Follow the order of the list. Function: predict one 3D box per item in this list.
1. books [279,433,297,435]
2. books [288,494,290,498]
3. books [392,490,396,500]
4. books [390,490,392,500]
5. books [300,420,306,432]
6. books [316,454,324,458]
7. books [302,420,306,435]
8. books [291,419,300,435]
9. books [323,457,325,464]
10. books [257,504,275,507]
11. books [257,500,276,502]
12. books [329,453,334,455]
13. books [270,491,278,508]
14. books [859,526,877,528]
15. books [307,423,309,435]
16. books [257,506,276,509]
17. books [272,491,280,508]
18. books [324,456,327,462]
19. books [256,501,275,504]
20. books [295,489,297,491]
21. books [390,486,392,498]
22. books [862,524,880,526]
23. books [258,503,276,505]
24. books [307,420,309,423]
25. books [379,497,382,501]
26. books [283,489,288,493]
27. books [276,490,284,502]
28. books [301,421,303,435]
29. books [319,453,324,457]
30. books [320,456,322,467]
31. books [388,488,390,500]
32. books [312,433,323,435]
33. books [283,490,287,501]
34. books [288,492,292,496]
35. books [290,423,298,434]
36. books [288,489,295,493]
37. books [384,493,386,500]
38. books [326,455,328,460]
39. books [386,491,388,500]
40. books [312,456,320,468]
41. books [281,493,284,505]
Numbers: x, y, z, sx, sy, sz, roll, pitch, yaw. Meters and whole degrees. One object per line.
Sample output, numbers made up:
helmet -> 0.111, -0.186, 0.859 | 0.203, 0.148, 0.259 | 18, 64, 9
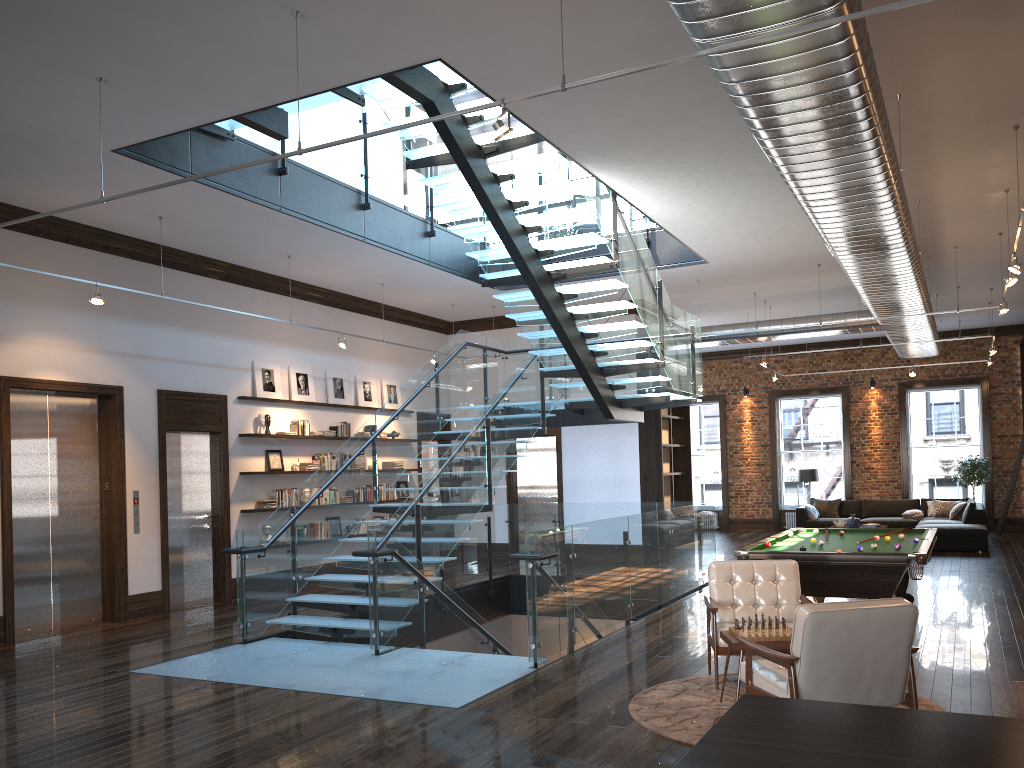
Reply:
books -> -3.186, 0.707, 12.502 | 0.141, 0.011, 0.287 | -4, -6, 24
books -> -3.173, 1.639, 12.451 | 0.143, 0.179, 0.013 | -3, -1, 27
books -> -2.004, 1.826, 14.693 | 0.156, 0.185, 0.051 | -3, -2, 27
books -> -2.055, 1.824, 14.579 | 0.169, 0.169, 0.017 | -3, -2, 27
books -> -3.032, 0.633, 12.793 | 0.133, 0.228, 0.025 | -3, -1, 27
books -> -2.845, 1.161, 13.135 | 0.139, 0.243, 0.005 | -3, -1, 27
books -> -3.038, 0.635, 12.747 | 0.164, 0.216, 0.012 | -3, -1, 27
books -> -3.093, 0.624, 12.685 | 0.143, 0.228, 0.014 | -3, -1, 27
books -> -2.830, 1.185, 13.120 | 0.160, 0.191, 0.006 | -3, -1, 27
books -> -3.352, 1.656, 12.110 | 0.155, 0.028, 0.191 | -4, -6, 22
books -> -3.353, 1.597, 12.109 | 0.135, 0.014, 0.216 | -5, -6, 27
books -> -2.689, 1.177, 13.430 | 0.158, 0.262, 0.026 | -3, -1, 27
books -> -3.292, 1.599, 12.249 | 0.125, 0.226, 0.048 | -3, -1, 27
books -> 6.634, 2.674, 16.515 | 0.262, 0.024, 0.206 | -2, -6, 5
books -> -3.003, 0.664, 12.862 | 0.132, 0.177, 0.035 | -3, -1, 27
books -> -3.351, 1.684, 12.104 | 0.143, 0.028, 0.235 | -4, -6, 27
books -> -3.265, 1.595, 12.269 | 0.134, 0.236, 0.013 | -3, -1, 27
books -> -2.807, 1.176, 13.162 | 0.167, 0.215, 0.013 | -3, -1, 27
books -> -3.357, 1.616, 12.090 | 0.143, 0.027, 0.219 | -5, -7, 32
books -> -3.099, 1.617, 12.617 | 0.141, 0.251, 0.012 | -3, -1, 27
books -> -2.046, 1.795, 14.639 | 0.157, 0.238, 0.006 | -3, -1, 27
books -> 6.806, 2.671, 16.809 | 0.262, 0.028, 0.206 | 2, -7, -30
books -> -3.351, 1.636, 12.103 | 0.159, 0.011, 0.184 | -5, -6, 27
books -> -3.000, 0.639, 12.888 | 0.119, 0.232, 0.014 | -3, -1, 27
books -> -2.183, 1.781, 14.336 | 0.167, 0.213, 0.027 | -3, -1, 27
books -> -3.192, 1.599, 12.445 | 0.127, 0.258, 0.015 | -3, -1, 27
books -> -3.231, 1.599, 12.342 | 0.128, 0.240, 0.012 | -3, -1, 27
books -> -3.067, 0.641, 12.707 | 0.164, 0.197, 0.029 | -3, -1, 27
books -> -2.845, 1.157, 13.156 | 0.137, 0.253, 0.033 | -3, -1, 27
books -> -2.863, 1.171, 13.077 | 0.153, 0.212, 0.005 | -3, -1, 27
books -> -2.077, 1.782, 14.542 | 0.169, 0.246, 0.013 | -3, -1, 27
books -> -2.901, 0.739, 13.047 | 0.159, 0.014, 0.183 | -5, -6, 27
books -> -3.195, 1.602, 12.394 | 0.139, 0.242, 0.015 | -3, -1, 27
books -> -3.163, 1.625, 12.473 | 0.150, 0.210, 0.035 | -3, -1, 27
books -> -3.114, 0.648, 12.660 | 0.129, 0.175, 0.050 | -3, -2, 27
books -> -3.128, 1.612, 12.559 | 0.131, 0.252, 0.027 | -3, -1, 27
books -> -2.121, 1.760, 14.480 | 0.145, 0.281, 0.006 | -3, -1, 27
books -> -2.802, 1.176, 13.206 | 0.159, 0.223, 0.006 | -3, -1, 27
books -> -2.110, 1.776, 14.509 | 0.169, 0.254, 0.035 | -3, -1, 27
books -> -2.888, 1.170, 13.066 | 0.142, 0.213, 0.005 | -3, -1, 27
books -> -3.237, 1.616, 12.316 | 0.156, 0.202, 0.013 | -3, -1, 27
